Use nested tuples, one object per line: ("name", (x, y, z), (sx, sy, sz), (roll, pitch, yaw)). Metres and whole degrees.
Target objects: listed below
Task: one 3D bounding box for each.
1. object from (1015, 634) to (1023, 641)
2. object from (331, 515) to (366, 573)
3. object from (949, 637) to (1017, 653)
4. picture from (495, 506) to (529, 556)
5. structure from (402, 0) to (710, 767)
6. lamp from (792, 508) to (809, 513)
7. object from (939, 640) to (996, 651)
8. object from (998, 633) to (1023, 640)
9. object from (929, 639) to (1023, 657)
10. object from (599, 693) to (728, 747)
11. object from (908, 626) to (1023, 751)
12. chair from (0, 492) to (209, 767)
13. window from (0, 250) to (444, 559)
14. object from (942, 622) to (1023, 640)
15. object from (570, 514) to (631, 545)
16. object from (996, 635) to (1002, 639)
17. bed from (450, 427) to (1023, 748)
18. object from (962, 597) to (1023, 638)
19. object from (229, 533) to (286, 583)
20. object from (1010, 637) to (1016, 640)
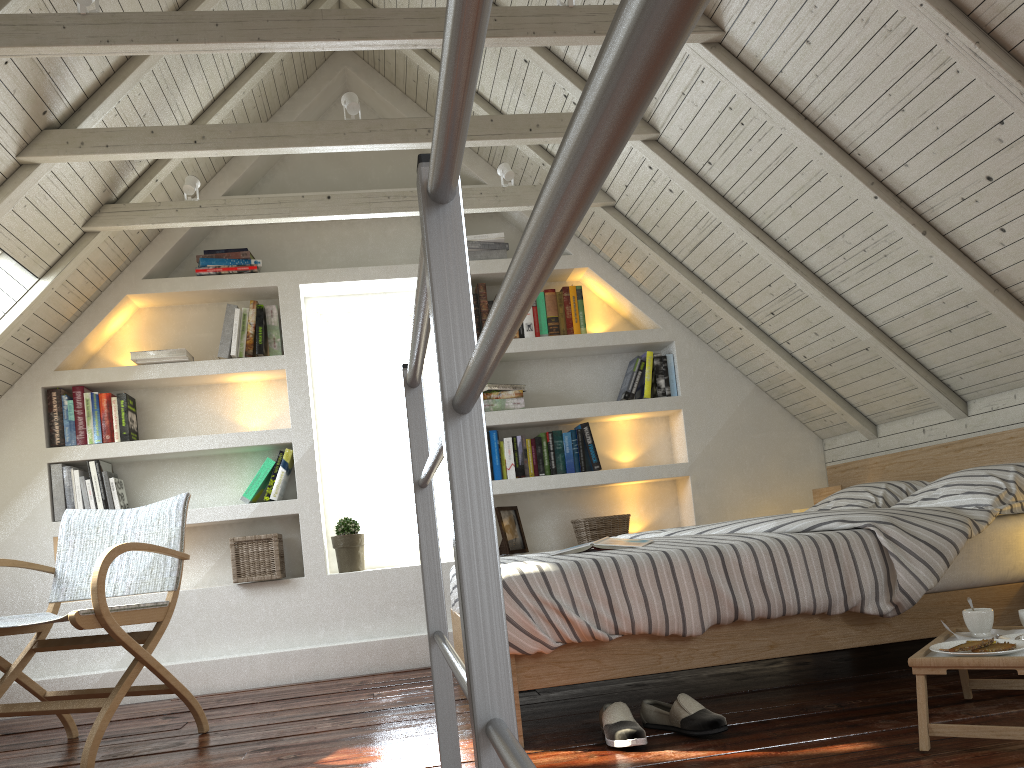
("object", (1.103, 0.544, 1.874), (0.056, 0.028, 0.055), (-11, -10, 32))
("object", (-0.748, 0.728, 4.038), (0.159, 0.269, 0.162), (-5, -5, -16))
("object", (0.989, 0.547, 1.840), (0.110, 0.029, 0.120), (3, -13, -43))
("picture", (-0.031, 0.679, 4.062), (0.128, 0.221, 0.174), (-9, -6, 31))
("structure", (-0.400, 0.337, 0.593), (0.835, 0.985, 1.663), (-5, -8, -9))
("lamp", (1.320, 0.679, 3.907), (0.090, 0.250, 0.091), (-6, -4, -1))
("object", (0.989, 0.565, 1.899), (0.140, 0.015, 0.078), (-8, -10, 12))
("object", (1.137, 0.560, 1.933), (0.119, 0.010, 0.121), (0, -12, -31))
("object", (0.983, 0.558, 1.849), (0.189, 0.016, 0.192), (-6, -10, 2))
("object", (0.356, 0.824, 2.186), (0.284, 0.090, 0.279), (-4, -10, -11))
("object", (1.077, 0.656, 1.936), (0.271, 0.180, 0.532), (-12, -11, 35))
("chair", (-1.352, 0.754, 2.749), (0.553, 0.784, 0.563), (-8, -5, 16))
("window", (-1.483, 0.042, 3.165), (3.087, 1.360, 1.422), (-1, -8, -31))
("object", (1.080, 0.569, 2.044), (0.153, 0.046, 0.161), (-3, -10, -18))
("object", (0.428, 0.698, 4.187), (0.282, 0.133, 0.180), (-3, -8, -17))
("object", (1.096, 0.577, 1.981), (0.016, 0.002, 0.153), (-12, -12, 29))
("bed", (0.753, 0.621, 3.011), (1.875, 0.698, 1.899), (-5, -9, -8))
("object", (1.154, 0.538, 2.056), (0.185, 0.098, 0.082), (-8, -6, 15))
("object", (-1.139, 0.782, 3.948), (0.204, 0.199, 0.207), (-5, -7, -9))
("object", (1.138, 0.562, 1.942), (0.060, 0.005, 0.060), (3, -14, -43))
